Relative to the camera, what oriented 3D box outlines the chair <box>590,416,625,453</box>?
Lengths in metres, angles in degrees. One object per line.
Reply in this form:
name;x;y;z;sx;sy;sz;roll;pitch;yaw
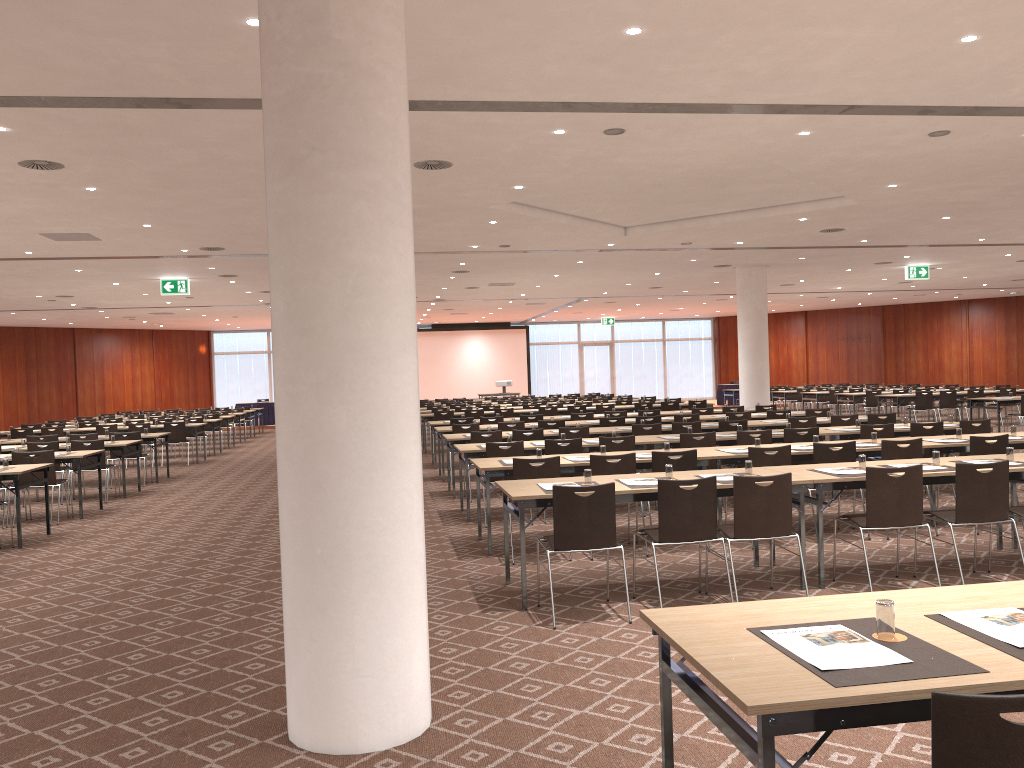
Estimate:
chair;1.608;1.002;14.523;0.535;0.940;0.613;-2;1;-11

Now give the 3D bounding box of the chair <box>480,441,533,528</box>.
chair;-0.092;1.115;10.147;0.535;0.940;0.613;-2;1;-9

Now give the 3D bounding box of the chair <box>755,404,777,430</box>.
chair;4.790;0.860;16.944;0.535;0.940;0.613;-2;1;-11

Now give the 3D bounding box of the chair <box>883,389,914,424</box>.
chair;10.119;0.595;23.256;0.535;0.940;0.613;-2;1;-7

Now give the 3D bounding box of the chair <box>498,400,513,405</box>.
chair;-0.204;0.926;25.801;0.535;0.940;0.613;-2;1;-7

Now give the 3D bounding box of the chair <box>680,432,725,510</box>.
chair;2.165;1.031;10.520;0.535;0.940;0.613;-2;1;-6

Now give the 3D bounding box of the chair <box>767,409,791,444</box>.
chair;4.407;0.899;14.865;0.535;0.940;0.613;-2;1;-11

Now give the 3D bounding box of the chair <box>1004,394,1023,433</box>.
chair;10.268;0.658;17.725;0.535;0.940;0.613;-2;1;-8

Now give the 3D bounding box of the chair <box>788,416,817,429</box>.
chair;4.139;0.934;12.837;0.535;0.940;0.613;-2;1;-9

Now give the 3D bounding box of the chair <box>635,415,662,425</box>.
chair;2.204;0.981;14.535;0.535;0.940;0.613;-2;1;-8

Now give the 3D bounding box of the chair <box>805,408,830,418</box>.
chair;5.104;0.873;15.004;0.535;0.940;0.613;-2;1;-8

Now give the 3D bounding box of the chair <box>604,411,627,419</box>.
chair;1.905;0.966;16.547;0.535;0.940;0.613;-2;1;-9

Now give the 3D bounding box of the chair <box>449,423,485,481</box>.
chair;-0.738;1.088;14.172;0.535;0.940;0.613;-2;1;-8

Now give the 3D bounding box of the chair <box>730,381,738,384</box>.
chair;9.081;0.350;35.741;0.535;0.940;0.613;-2;1;-8

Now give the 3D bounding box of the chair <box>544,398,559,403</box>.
chair;1.137;0.876;26.079;0.535;0.940;0.613;-2;1;-11

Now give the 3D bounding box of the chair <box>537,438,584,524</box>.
chair;0.580;1.090;10.282;0.535;0.940;0.613;-2;1;-7

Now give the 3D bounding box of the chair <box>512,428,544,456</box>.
chair;0.204;1.080;12.213;0.535;0.940;0.613;-2;1;-10

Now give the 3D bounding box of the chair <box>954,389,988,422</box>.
chair;11.077;0.585;21.377;0.535;0.940;0.613;-2;1;-9

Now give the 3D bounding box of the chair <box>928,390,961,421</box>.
chair;10.418;0.608;21.361;0.535;0.940;0.613;-2;1;-7

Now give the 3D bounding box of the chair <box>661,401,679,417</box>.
chair;3.576;0.861;20.301;0.535;0.940;0.613;-2;1;-10

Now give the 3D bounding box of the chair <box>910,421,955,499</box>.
chair;5.019;0.926;10.912;0.535;0.940;0.613;-2;1;-8

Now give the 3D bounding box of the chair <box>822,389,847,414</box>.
chair;9.175;0.603;25.278;0.535;0.940;0.613;-2;1;-9

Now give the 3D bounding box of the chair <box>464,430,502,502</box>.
chair;-0.365;1.100;12.163;0.535;0.940;0.613;-2;1;-11

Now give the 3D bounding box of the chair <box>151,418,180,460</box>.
chair;-8.091;1.267;20.670;0.535;0.940;0.613;-2;1;-10

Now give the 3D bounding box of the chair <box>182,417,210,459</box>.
chair;-7.368;1.242;20.636;0.535;0.940;0.613;-2;1;-11

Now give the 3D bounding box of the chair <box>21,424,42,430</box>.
chair;-10.898;1.371;20.250;0.535;0.940;0.613;-2;1;-10

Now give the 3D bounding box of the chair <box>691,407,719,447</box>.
chair;3.555;0.906;16.759;0.535;0.940;0.613;-2;1;-9

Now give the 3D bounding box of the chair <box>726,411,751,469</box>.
chair;3.744;0.923;14.843;0.535;0.940;0.613;-2;1;-7

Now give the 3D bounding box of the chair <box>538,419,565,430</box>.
chair;0.627;1.039;14.298;0.535;0.940;0.613;-2;1;-6

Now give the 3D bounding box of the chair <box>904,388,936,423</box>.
chair;10.769;0.570;23.435;0.535;0.940;0.613;-2;1;-10

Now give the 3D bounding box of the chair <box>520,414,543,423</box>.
chair;0.352;1.023;16.357;0.535;0.940;0.613;-2;1;-7

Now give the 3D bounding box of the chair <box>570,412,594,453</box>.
chair;1.281;0.990;16.418;0.535;0.940;0.613;-2;1;-6

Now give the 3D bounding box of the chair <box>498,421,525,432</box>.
chair;-0.024;1.063;14.236;0.535;0.940;0.613;-2;1;-10

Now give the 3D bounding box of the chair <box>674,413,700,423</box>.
chair;2.851;0.956;14.667;0.535;0.940;0.613;-2;1;-8

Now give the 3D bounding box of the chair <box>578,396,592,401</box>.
chair;2.131;0.840;26.150;0.535;0.940;0.613;-2;1;-9

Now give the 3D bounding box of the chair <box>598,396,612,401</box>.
chair;2.731;0.817;26.275;0.535;0.940;0.613;-2;1;-11

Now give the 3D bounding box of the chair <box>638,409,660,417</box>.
chair;2.538;0.942;16.684;0.535;0.940;0.613;-2;1;-11

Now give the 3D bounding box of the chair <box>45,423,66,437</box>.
chair;-10.315;1.351;20.195;0.535;0.940;0.613;-2;1;-6

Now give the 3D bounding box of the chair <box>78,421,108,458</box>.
chair;-9.660;1.326;20.375;0.535;0.940;0.613;-2;1;-10

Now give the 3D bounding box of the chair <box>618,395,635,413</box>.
chair;3.333;0.796;26.330;0.535;0.940;0.613;-2;1;-7

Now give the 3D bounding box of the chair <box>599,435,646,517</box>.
chair;1.199;1.067;10.418;0.535;0.940;0.613;-2;1;-11

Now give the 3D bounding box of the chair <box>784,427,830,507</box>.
chair;3.439;0.984;10.711;0.535;0.940;0.613;-2;1;-6

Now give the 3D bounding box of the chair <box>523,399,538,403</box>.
chair;0.517;0.899;25.944;0.535;0.940;0.613;-2;1;-10

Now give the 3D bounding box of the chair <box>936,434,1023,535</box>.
chair;4.647;0.965;8.834;0.535;0.940;0.613;-2;1;-12

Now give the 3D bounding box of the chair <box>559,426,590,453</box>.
chair;0.837;1.055;12.386;0.535;0.940;0.613;-2;1;-11

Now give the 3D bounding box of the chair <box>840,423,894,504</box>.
chair;4.413;0.948;10.899;0.535;0.940;0.613;-2;1;-7

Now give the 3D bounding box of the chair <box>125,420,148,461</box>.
chair;-8.631;1.289;20.447;0.535;0.940;0.613;-2;1;-6

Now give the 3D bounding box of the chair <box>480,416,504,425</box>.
chair;-0.379;1.051;16.170;0.535;0.940;0.613;-2;1;-10

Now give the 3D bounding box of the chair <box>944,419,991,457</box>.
chair;5.663;0.902;11.044;0.535;0.940;0.613;-2;1;-11

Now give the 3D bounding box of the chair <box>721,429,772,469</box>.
chair;2.838;1.007;10.586;0.535;0.940;0.613;-2;1;-8

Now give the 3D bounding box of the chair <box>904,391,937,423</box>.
chair;9.760;0.633;21.180;0.535;0.940;0.613;-2;1;-6

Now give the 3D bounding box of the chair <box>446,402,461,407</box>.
chair;-1.695;0.981;25.655;0.535;0.940;0.613;-2;1;-9

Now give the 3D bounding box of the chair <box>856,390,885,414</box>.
chair;9.428;0.619;23.294;0.535;0.940;0.613;-2;1;-7

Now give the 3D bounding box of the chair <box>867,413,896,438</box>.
chair;5.354;0.889;13.019;0.535;0.940;0.613;-2;1;-6

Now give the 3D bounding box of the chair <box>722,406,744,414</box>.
chair;4.159;0.883;16.885;0.535;0.940;0.613;-2;1;-9
